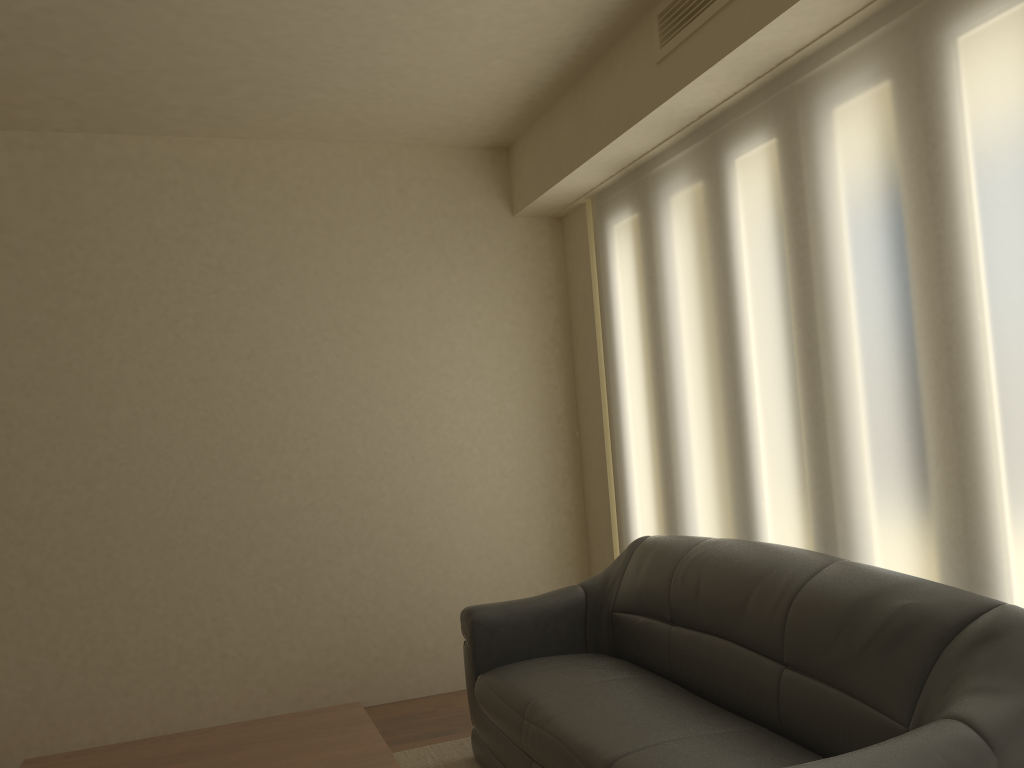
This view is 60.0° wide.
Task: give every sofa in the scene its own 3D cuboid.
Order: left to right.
[{"bbox_3d":[0.570,1.030,2.920,0.944,0.918,2.337,-3,-3,-19],"label":"sofa"}]

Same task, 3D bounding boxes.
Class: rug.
[{"bbox_3d":[-0.503,1.537,2.046,2.482,0.011,3.592,-3,-3,-20],"label":"rug"}]

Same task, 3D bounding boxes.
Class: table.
[{"bbox_3d":[-0.807,1.334,2.346,1.045,0.482,1.213,-3,-3,-19],"label":"table"}]

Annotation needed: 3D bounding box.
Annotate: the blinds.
[{"bbox_3d":[0.988,0.114,3.343,0.002,2.453,2.830,-3,-3,-19],"label":"blinds"}]
